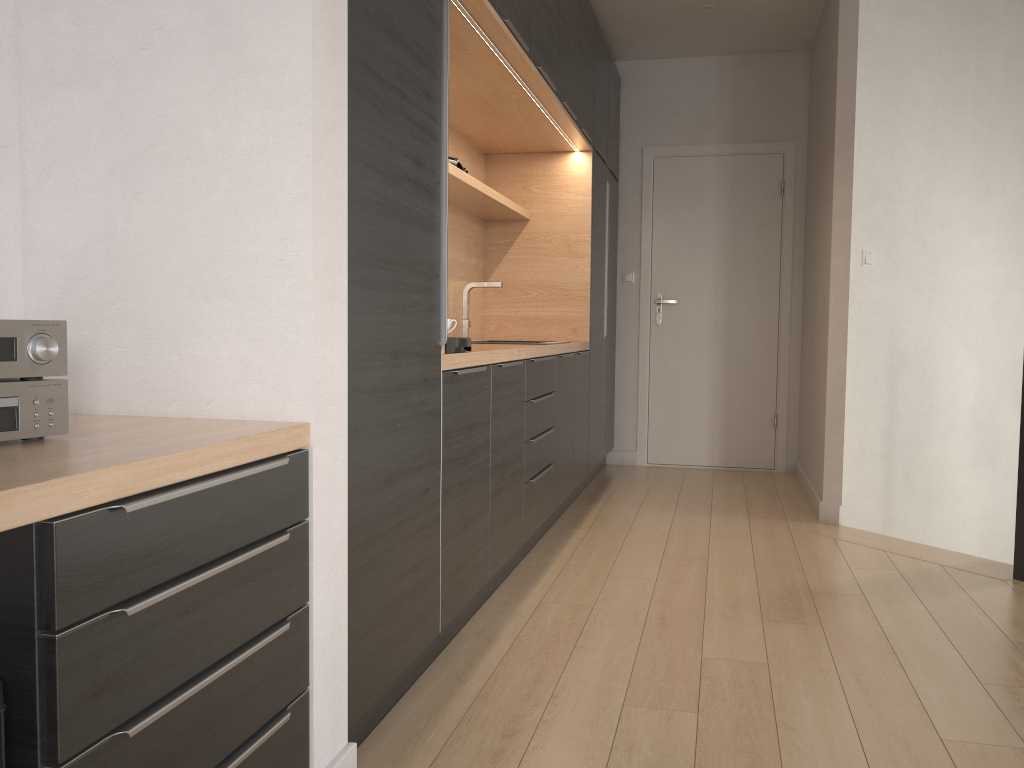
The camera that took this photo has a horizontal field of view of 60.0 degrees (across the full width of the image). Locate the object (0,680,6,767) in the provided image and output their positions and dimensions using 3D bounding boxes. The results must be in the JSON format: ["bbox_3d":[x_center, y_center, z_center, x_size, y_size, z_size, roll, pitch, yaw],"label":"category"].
[{"bbox_3d":[-0.797,0.590,0.937,0.474,0.527,0.215,2,4,13],"label":"object"}]

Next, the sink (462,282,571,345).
[{"bbox_3d":[-0.022,-0.229,4.248,0.512,0.518,0.626,2,4,13],"label":"sink"}]

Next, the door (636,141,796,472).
[{"bbox_3d":[1.331,-0.499,5.851,0.974,2.136,0.085,2,4,13],"label":"door"}]

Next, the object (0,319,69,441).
[{"bbox_3d":[-0.829,-0.004,1.239,0.270,0.174,0.285,3,4,28],"label":"object"}]

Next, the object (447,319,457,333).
[{"bbox_3d":[-0.220,-0.159,2.550,0.099,0.057,0.095,2,4,16],"label":"object"}]

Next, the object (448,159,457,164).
[{"bbox_3d":[-0.295,-0.891,3.610,0.145,0.025,0.145,2,4,27],"label":"object"}]

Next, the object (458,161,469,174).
[{"bbox_3d":[-0.243,-0.948,3.922,0.100,0.093,0.066,2,4,23],"label":"object"}]

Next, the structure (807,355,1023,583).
[{"bbox_3d":[3.637,1.937,3.123,2.823,4.339,4.190,-2,4,-32],"label":"structure"}]

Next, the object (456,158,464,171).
[{"bbox_3d":[-0.265,-0.939,3.863,0.100,0.093,0.066,3,4,28],"label":"object"}]

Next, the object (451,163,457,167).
[{"bbox_3d":[-0.297,-0.879,3.608,0.145,0.025,0.145,2,4,27],"label":"object"}]

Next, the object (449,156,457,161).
[{"bbox_3d":[-0.297,-0.903,3.607,0.145,0.025,0.145,2,4,27],"label":"object"}]

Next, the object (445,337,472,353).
[{"bbox_3d":[-0.374,-0.305,2.755,0.584,0.398,0.618,2,4,14],"label":"object"}]
